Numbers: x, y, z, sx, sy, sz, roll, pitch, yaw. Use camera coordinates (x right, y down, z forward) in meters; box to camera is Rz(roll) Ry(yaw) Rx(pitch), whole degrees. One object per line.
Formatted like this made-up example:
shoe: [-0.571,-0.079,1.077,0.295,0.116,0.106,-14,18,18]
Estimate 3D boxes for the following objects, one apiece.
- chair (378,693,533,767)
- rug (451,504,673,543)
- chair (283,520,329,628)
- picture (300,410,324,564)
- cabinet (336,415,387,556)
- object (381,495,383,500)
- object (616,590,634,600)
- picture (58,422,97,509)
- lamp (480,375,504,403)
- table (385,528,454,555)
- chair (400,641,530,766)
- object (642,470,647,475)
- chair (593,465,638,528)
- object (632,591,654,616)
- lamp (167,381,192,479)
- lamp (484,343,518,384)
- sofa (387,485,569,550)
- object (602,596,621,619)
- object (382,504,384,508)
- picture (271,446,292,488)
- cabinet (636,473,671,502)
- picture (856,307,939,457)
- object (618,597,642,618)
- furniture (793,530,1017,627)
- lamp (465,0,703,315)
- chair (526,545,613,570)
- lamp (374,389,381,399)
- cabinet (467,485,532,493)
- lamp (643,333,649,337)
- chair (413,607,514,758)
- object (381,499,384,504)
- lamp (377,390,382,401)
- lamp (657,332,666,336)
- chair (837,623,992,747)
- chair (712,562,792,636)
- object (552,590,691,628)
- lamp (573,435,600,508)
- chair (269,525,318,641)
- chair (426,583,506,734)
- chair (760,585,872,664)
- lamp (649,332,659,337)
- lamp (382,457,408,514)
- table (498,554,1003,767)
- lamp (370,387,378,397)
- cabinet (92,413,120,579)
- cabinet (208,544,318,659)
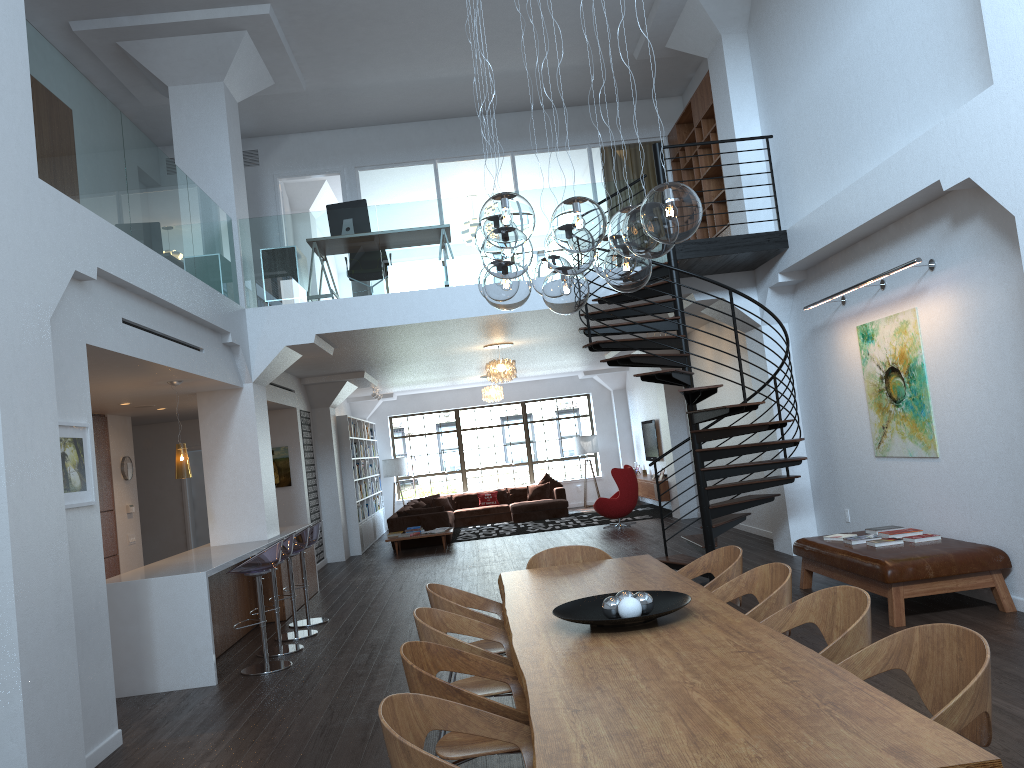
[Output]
chair: [-0.053,1.318,2.580,0.618,0.833,0.629,-6,-4,-3]
rug: [0.883,2.646,17.009,4.200,0.007,3.100,-7,-4,-2]
chair: [-2.122,1.924,9.032,0.481,1.014,0.530,-7,-4,-1]
picture: [-3.139,1.602,13.964,0.021,2.380,0.800,-7,-4,-3]
cabinet: [-3.044,1.927,17.502,0.461,2.414,4.500,-6,-4,-3]
object: [-3.017,2.522,19.483,0.316,0.088,0.410,-6,-4,-3]
object: [0.493,0.945,3.848,0.100,0.100,0.100,-10,-5,42]
picture: [-2.591,0.477,5.243,0.018,0.500,0.500,-6,-4,-3]
lamp: [-0.395,0.100,17.677,0.441,0.539,0.442,-10,-5,39]
table: [-1.522,2.643,14.864,1.100,0.271,0.853,-6,-4,-3]
chair: [-0.088,1.376,3.345,0.618,0.833,0.629,-6,-4,-3]
object: [2.765,1.844,18.477,0.089,0.110,0.089,-10,-5,42]
chair: [1.768,1.901,15.077,0.801,1.006,0.798,-8,-4,22]
object: [0.553,0.933,3.767,0.100,0.100,0.100,-10,-5,42]
lamp: [-2.335,-0.042,9.333,0.149,1.807,2.842,-10,-5,36]
lamp: [-0.164,-0.284,12.636,0.441,0.539,0.442,-10,-5,39]
sofa: [-0.523,2.511,17.467,3.481,0.664,4.197,-6,-4,-3]
object: [0.431,0.953,3.770,0.100,0.100,0.100,-10,-5,42]
object: [-2.989,2.695,19.472,0.331,0.088,0.410,-6,-4,-3]
picture: [-3.567,1.258,13.318,0.450,0.600,0.030,-6,-4,-3]
cabinet: [2.710,2.032,17.759,0.459,0.350,4.501,-6,-4,-3]
picture: [3.264,0.024,7.566,0.010,1.200,1.095,-6,-4,-3]
object: [0.491,0.937,3.687,0.100,0.100,0.100,-10,-5,42]
furniture: [2.995,1.465,7.014,0.907,0.453,1.819,-6,-4,-3]
lamp: [0.167,-1.424,4.259,0.849,2.140,1.787,-6,-4,-4]
chair: [0.423,1.480,5.665,0.629,0.833,0.618,-6,-4,-8]
lamp: [-2.695,0.195,17.640,0.120,0.211,0.111,-3,-6,-44]
cabinet: [-0.229,2.675,19.979,1.520,0.625,0.350,-6,-4,-3]
lamp: [2.026,-0.672,13.227,0.111,0.211,0.120,-9,-5,31]
chair: [-0.123,1.434,4.106,0.618,0.833,0.629,-6,-4,-3]
object: [-2.999,2.608,19.478,0.331,0.088,0.410,-6,-4,-3]
lamp: [-2.718,0.234,18.157,0.120,0.211,0.111,-4,-5,-29]
lamp: [2.072,-0.750,12.207,0.120,0.211,0.111,-4,-5,-29]
chair: [1.140,1.182,2.639,0.618,0.833,0.629,-6,-4,-3]
chair: [1.063,1.300,4.176,0.618,0.833,0.629,-7,-4,-2]
object: [0.469,0.971,3.777,0.592,0.066,0.592,-3,-6,-45]
lamp: [1.732,1.960,19.953,0.545,1.579,0.545,-7,-4,8]
chair: [-2.093,1.876,8.404,0.481,1.014,0.530,-6,-4,-5]
chair: [-0.141,1.491,4.884,0.618,0.833,0.629,-6,-4,-5]
chair: [1.117,1.240,3.417,0.618,0.833,0.629,-6,-4,-3]
lamp: [2.049,-0.711,12.723,0.120,0.211,0.111,-3,-6,-44]
lamp: [-2.552,2.455,19.823,0.545,1.579,0.545,-6,-4,-14]
table: [0.518,1.375,3.744,1.012,0.750,3.803,-6,-4,-3]
lamp: [-2.672,0.156,17.136,0.111,0.211,0.120,-9,-5,31]
cabinet: [-4.967,1.442,8.060,0.598,2.499,5.299,-6,-4,-3]
cabinet: [-2.847,2.112,9.032,0.898,0.796,4.493,-6,-4,-3]
